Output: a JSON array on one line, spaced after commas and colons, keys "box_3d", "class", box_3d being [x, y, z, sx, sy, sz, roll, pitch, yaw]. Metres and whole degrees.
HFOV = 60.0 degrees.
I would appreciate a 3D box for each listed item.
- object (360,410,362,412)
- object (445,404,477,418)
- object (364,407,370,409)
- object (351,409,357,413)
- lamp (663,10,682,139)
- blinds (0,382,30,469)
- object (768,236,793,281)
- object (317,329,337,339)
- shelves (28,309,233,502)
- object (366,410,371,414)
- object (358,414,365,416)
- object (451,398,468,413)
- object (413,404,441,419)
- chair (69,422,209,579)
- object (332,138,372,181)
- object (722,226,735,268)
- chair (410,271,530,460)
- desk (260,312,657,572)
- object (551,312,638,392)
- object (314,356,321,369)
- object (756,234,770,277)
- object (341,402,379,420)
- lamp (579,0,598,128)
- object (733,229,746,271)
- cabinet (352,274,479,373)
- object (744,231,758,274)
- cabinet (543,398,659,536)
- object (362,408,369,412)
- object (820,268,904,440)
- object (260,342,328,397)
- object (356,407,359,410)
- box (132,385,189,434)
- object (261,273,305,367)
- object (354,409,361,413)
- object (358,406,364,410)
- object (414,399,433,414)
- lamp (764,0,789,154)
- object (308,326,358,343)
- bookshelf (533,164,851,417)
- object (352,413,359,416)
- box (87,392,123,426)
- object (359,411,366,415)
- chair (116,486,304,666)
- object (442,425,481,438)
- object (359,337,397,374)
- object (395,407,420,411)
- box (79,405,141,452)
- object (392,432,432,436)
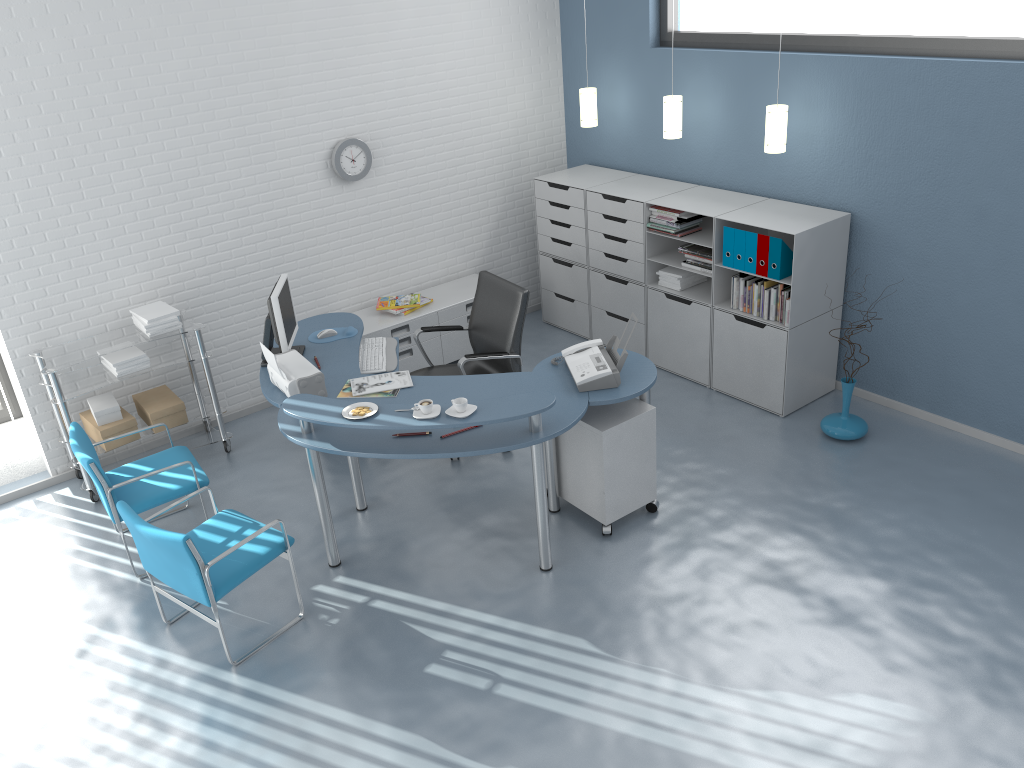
[{"box_3d": [-0.658, 0.118, 3.887, 0.027, 0.005, 0.025, 15, 32, 35], "class": "object"}, {"box_3d": [-0.218, 0.116, 3.813, 0.119, 0.016, 0.119, 11, 30, 29], "class": "object"}, {"box_3d": [-0.642, 0.107, 3.906, 0.027, 0.005, 0.025, 5, 28, 19], "class": "object"}, {"box_3d": [-0.691, 0.118, 3.892, 0.027, 0.005, 0.025, -2, 26, 5], "class": "object"}, {"box_3d": [0.970, -2.394, 5.343, 0.120, 1.786, 0.120, 1, 27, 12], "class": "lamp"}, {"box_3d": [-4.592, -0.231, 3.616, 4.001, 2.955, 0.158, -22, 31, -32], "class": "blinds"}, {"box_3d": [1.567, -0.744, 5.099, 0.181, 0.247, 0.082, -22, 31, -32], "class": "object"}, {"box_3d": [-1.062, -0.294, 5.088, 0.115, 0.035, 0.054, -17, 28, -23], "class": "object"}, {"box_3d": [-2.219, 0.120, 5.257, 0.896, 0.848, 0.441, -22, 31, -31], "class": "shelves"}, {"box_3d": [-0.629, 0.120, 3.878, 0.025, 0.005, 0.027, 18, 34, 38], "class": "object"}, {"box_3d": [-0.654, 0.132, 3.858, 0.025, 0.005, 0.027, 7, 29, 23], "class": "object"}, {"box_3d": [-0.222, 0.091, 3.809, 0.062, 0.049, 0.078, -11, 27, -13], "class": "object"}, {"box_3d": [-0.367, 0.122, 3.825, 0.119, 0.016, 0.119, -4, 26, 2], "class": "object"}, {"box_3d": [-1.870, 0.521, 4.539, 0.543, 0.707, 0.542, -20, 30, -27], "class": "chair"}, {"box_3d": [-1.057, -1.482, 5.859, 0.279, 0.277, 0.041, -22, 31, -32], "class": "object"}, {"box_3d": [1.363, -0.846, 5.343, 0.181, 0.247, 0.082, -22, 31, -32], "class": "object"}, {"box_3d": [-0.266, -0.090, 5.228, 0.652, 0.948, 0.584, -19, 29, -27], "class": "chair"}, {"box_3d": [-0.486, 0.266, 4.595, 2.282, 0.900, 1.402, 9, 29, 26], "class": "desk"}, {"box_3d": [0.407, -0.187, 4.339, 0.399, 0.280, 0.405, -7, 26, -5], "class": "object"}, {"box_3d": [-1.041, -0.113, 4.746, 0.013, 0.013, 0.178, -13, 27, -16], "class": "object"}, {"box_3d": [1.516, -0.769, 5.160, 0.181, 0.247, 0.082, -22, 31, -32], "class": "object"}, {"box_3d": [-0.664, 0.120, 3.881, 0.162, 0.011, 0.162, -2, 26, 6], "class": "object"}, {"box_3d": [0.482, -2.639, 5.928, 0.120, 1.786, 0.120, 1, 27, 12], "class": "lamp"}, {"box_3d": [1.414, -0.820, 5.282, 0.181, 0.247, 0.082, -22, 31, -32], "class": "object"}, {"box_3d": [-0.618, -0.365, 6.385, 1.259, 0.484, 0.447, -22, 31, -32], "class": "cabinet"}, {"box_3d": [1.465, -0.795, 5.221, 0.181, 0.247, 0.082, -22, 31, -32], "class": "object"}, {"box_3d": [0.439, 0.360, 4.578, 0.383, 0.605, 0.559, -21, 30, -30], "class": "cabinet"}, {"box_3d": [-0.641, 0.113, 3.884, 0.027, 0.005, 0.025, 19, 35, 40], "class": "object"}, {"box_3d": [1.912, -0.134, 4.909, 0.357, 0.972, 0.312, 9, 29, 26], "class": "object"}, {"box_3d": [-1.097, -0.083, 4.398, 0.197, 0.273, 0.392, -19, 30, -27], "class": "object"}, {"box_3d": [-0.676, 0.107, 3.912, 0.027, 0.005, 0.025, 5, 28, 20], "class": "object"}, {"box_3d": [-2.112, 0.147, 5.327, 0.207, 0.133, 0.347, -22, 31, -31], "class": "box"}, {"box_3d": [-1.269, -0.333, 4.776, 0.212, 0.417, 0.365, -6, 26, -2], "class": "object"}, {"box_3d": [-0.675, 0.120, 3.877, 0.025, 0.005, 0.027, -20, 30, -27], "class": "object"}, {"box_3d": [-0.664, 0.106, 3.903, 0.025, 0.005, 0.027, 0, 26, 9], "class": "object"}, {"box_3d": [-0.374, 0.099, 3.819, 0.078, 0.049, 0.062, 18, 34, 39], "class": "object"}, {"box_3d": [1.458, -2.150, 4.759, 0.120, 1.786, 0.120, 1, 27, 12], "class": "lamp"}, {"box_3d": [-1.036, -0.298, 5.110, 0.285, 0.026, 0.213, -15, 28, -20], "class": "object"}, {"box_3d": [1.104, -0.745, 6.093, 0.521, 1.141, 2.294, -22, 31, -32], "class": "bookshelf"}, {"box_3d": [-0.682, 0.131, 3.865, 0.027, 0.005, 0.025, -4, 26, 1], "class": "object"}, {"box_3d": [-2.352, 0.143, 5.124, 0.139, 0.090, 0.234, -20, 30, -27], "class": "box"}, {"box_3d": [-0.651, 0.127, 3.858, 0.025, 0.005, 0.027, 12, 30, 30], "class": "object"}, {"box_3d": [-1.311, 0.775, 3.921, 0.542, 0.707, 0.543, 15, 32, 35], "class": "chair"}, {"box_3d": [-0.221, 0.207, 3.953, 0.200, 0.010, 0.011, -17, 29, -23], "class": "object"}, {"box_3d": [-0.778, -0.164, 4.944, 0.276, 0.028, 0.478, -7, 26, -4], "class": "object"}, {"box_3d": [-0.456, 0.109, 3.859, 0.119, 0.021, 0.025, 0, 26, 10], "class": "object"}, {"box_3d": [-2.344, 0.243, 5.173, 0.207, 0.133, 0.347, -25, 33, -36], "class": "box"}, {"box_3d": [-0.446, 0.223, 3.954, 0.178, 0.013, 0.013, -4, 26, 2], "class": "object"}]
